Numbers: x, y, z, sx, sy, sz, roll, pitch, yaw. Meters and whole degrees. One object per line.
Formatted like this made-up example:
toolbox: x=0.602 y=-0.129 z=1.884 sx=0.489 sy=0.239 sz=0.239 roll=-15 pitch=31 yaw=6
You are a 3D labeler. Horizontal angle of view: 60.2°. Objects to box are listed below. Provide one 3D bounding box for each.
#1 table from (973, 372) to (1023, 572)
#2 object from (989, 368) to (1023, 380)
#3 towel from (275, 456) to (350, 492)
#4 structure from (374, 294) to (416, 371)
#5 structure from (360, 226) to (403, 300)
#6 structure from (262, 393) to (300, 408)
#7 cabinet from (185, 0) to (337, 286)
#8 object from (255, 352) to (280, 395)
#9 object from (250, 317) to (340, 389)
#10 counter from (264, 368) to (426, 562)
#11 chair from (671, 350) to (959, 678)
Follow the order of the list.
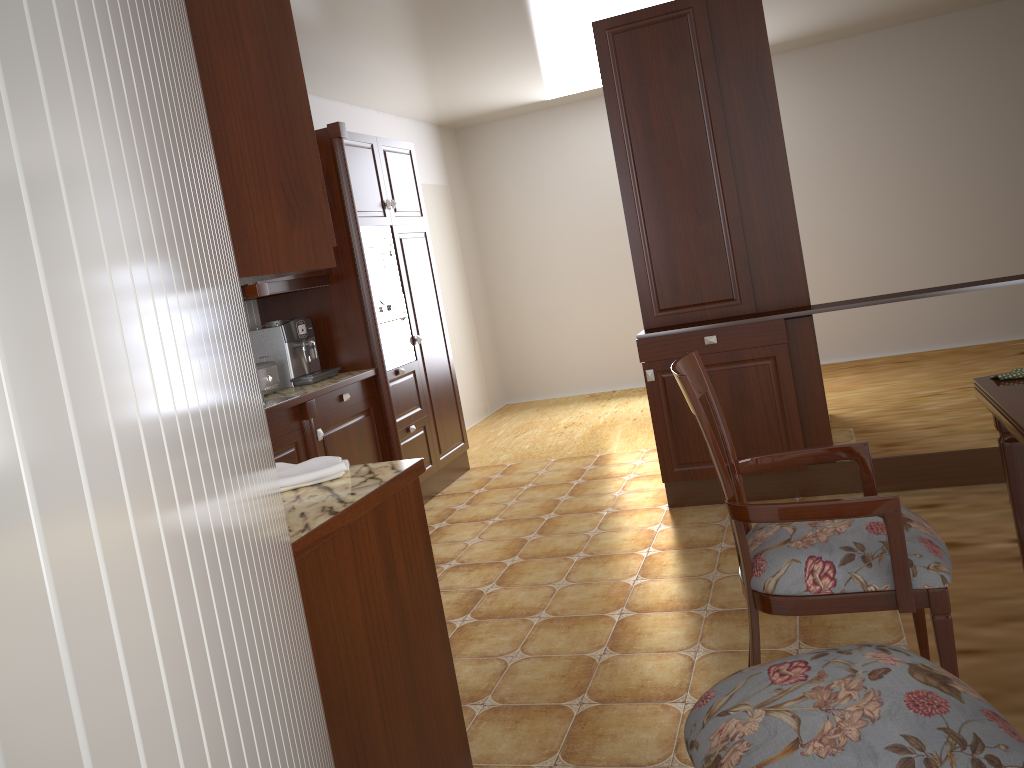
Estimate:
table: x=1.207 y=0.357 z=1.182 sx=0.732 sy=0.555 sz=1.695 roll=-8 pitch=7 yaw=19
object: x=1.301 y=-0.062 z=1.866 sx=0.525 sy=0.056 sz=0.168 roll=-5 pitch=9 yaw=32
towel: x=-0.522 y=0.225 z=1.984 sx=0.331 sy=0.097 sz=0.344 roll=-13 pitch=8 yaw=-18
structure: x=-0.640 y=-0.273 z=4.694 sx=0.041 sy=0.373 sz=0.499 roll=-9 pitch=6 yaw=19
structure: x=-0.855 y=-0.626 z=4.723 sx=0.315 sy=0.384 sz=0.500 roll=-9 pitch=6 yaw=19
structure: x=-1.292 y=0.139 z=3.449 sx=0.588 sy=0.046 sz=0.824 roll=-8 pitch=8 yaw=19
cabinet: x=-0.768 y=-0.705 z=2.872 sx=1.363 sy=0.774 sz=2.810 roll=-8 pitch=8 yaw=19
object: x=-1.149 y=-0.038 z=4.004 sx=0.140 sy=0.187 sz=0.245 roll=-9 pitch=6 yaw=20
object: x=-1.059 y=-0.159 z=4.284 sx=0.322 sy=0.320 sz=0.277 roll=-8 pitch=5 yaw=19
counter: x=-0.806 y=0.150 z=2.982 sx=1.817 sy=0.032 sz=2.812 roll=-8 pitch=8 yaw=19
chair: x=0.610 y=0.294 z=1.768 sx=0.458 sy=0.742 sz=0.408 roll=-9 pitch=4 yaw=16
